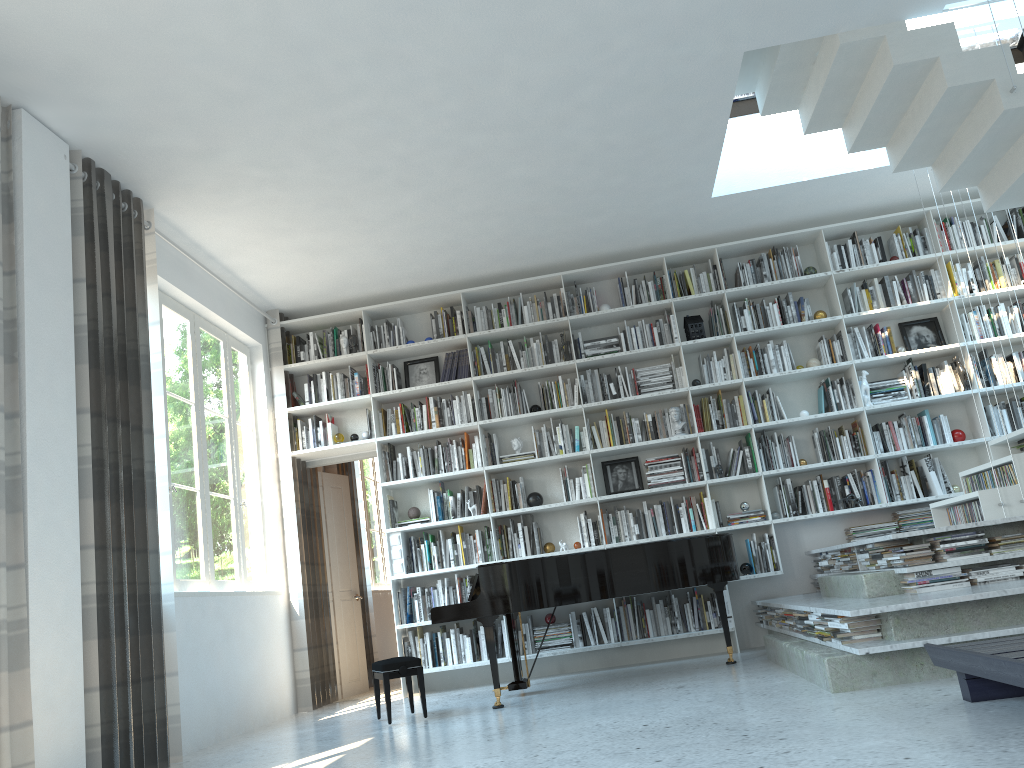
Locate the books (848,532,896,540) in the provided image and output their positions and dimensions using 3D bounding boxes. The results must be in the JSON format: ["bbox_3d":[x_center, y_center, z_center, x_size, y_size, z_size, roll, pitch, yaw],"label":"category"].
[{"bbox_3d":[2.723,1.153,6.708,0.308,0.008,0.195,-10,-14,7],"label":"books"}]

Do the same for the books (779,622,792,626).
[{"bbox_3d":[1.818,1.524,5.671,0.159,0.012,0.293,-9,-14,2],"label":"books"}]

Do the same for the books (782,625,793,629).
[{"bbox_3d":[1.825,1.543,5.666,0.157,0.014,0.181,-9,-14,2],"label":"books"}]

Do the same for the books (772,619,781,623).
[{"bbox_3d":[1.855,1.588,5.974,0.172,0.014,0.221,-10,-14,6],"label":"books"}]

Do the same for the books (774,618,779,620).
[{"bbox_3d":[1.867,1.576,5.976,0.149,0.007,0.301,-9,-14,5],"label":"books"}]

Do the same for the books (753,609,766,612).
[{"bbox_3d":[1.907,1.671,6.571,0.191,0.013,0.244,-8,-14,1],"label":"books"}]

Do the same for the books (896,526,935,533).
[{"bbox_3d":[3.053,1.092,6.672,0.285,0.007,0.160,-11,-14,10],"label":"books"}]

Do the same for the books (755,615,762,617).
[{"bbox_3d":[1.917,1.703,6.563,0.177,0.012,0.279,-8,-14,1],"label":"books"}]

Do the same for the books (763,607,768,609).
[{"bbox_3d":[1.939,1.651,6.572,0.133,0.017,0.231,-10,-14,6],"label":"books"}]

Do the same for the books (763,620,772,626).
[{"bbox_3d":[1.890,1.676,6.269,0.189,0.030,0.238,-9,-14,5],"label":"books"}]

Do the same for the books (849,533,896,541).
[{"bbox_3d":[2.724,1.159,6.702,0.308,0.008,0.195,-10,-14,9],"label":"books"}]

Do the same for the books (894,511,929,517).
[{"bbox_3d":[3.037,0.980,6.699,0.254,0.005,0.161,-8,-14,0],"label":"books"}]

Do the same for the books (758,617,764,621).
[{"bbox_3d":[1.922,1.727,6.557,0.179,0.012,0.262,-10,-14,8],"label":"books"}]

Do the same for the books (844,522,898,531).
[{"bbox_3d":[2.717,1.080,6.725,0.345,0.007,0.194,-9,-14,3],"label":"books"}]

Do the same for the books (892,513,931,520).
[{"bbox_3d":[3.036,0.996,6.697,0.285,0.005,0.160,-8,-14,1],"label":"books"}]

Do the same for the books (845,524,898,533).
[{"bbox_3d":[2.719,1.094,6.722,0.346,0.007,0.194,-10,-14,7],"label":"books"}]

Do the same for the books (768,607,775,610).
[{"bbox_3d":[1.901,1.582,6.288,0.135,0.014,0.298,-10,-14,6],"label":"books"}]

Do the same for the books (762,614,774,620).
[{"bbox_3d":[1.877,1.638,6.279,0.191,0.028,0.213,-10,-14,9],"label":"books"}]

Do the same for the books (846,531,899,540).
[{"bbox_3d":[2.724,1.145,6.710,0.345,0.007,0.194,-9,-14,3],"label":"books"}]

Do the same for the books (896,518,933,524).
[{"bbox_3d":[3.046,1.035,6.698,0.285,0.007,0.160,-9,-14,5],"label":"books"}]

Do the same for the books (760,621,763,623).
[{"bbox_3d":[1.936,1.747,6.551,0.171,0.015,0.242,-9,-14,5],"label":"books"}]

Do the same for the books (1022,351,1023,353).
[{"bbox_3d":[4.002,-0.134,6.823,0.026,0.277,0.170,-9,-13,5],"label":"books"}]

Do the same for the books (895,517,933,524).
[{"bbox_3d":[3.042,1.030,6.699,0.254,0.005,0.161,-9,-14,5],"label":"books"}]

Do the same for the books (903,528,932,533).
[{"bbox_3d":[3.054,1.108,6.678,0.254,0.007,0.161,-10,-14,6],"label":"books"}]

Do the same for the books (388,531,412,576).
[{"bbox_3d":[-0.888,1.360,7.076,0.106,0.339,0.307,-9,-14,5],"label":"books"}]

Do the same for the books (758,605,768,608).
[{"bbox_3d":[1.923,1.638,6.577,0.158,0.014,0.235,-9,-14,3],"label":"books"}]

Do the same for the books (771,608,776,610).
[{"bbox_3d":[1.847,1.508,5.993,0.159,0.006,0.286,-10,-14,7],"label":"books"}]

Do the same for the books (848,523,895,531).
[{"bbox_3d":[2.718,1.087,6.723,0.308,0.008,0.195,-10,-14,7],"label":"books"}]

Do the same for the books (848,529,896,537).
[{"bbox_3d":[2.722,1.132,6.719,0.308,0.008,0.195,-9,-14,5],"label":"books"}]

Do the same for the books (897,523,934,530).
[{"bbox_3d":[3.050,1.073,6.679,0.254,0.007,0.161,-8,-14,1],"label":"books"}]

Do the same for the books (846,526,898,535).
[{"bbox_3d":[2.721,1.109,6.718,0.346,0.007,0.194,-10,-14,7],"label":"books"}]

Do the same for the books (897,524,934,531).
[{"bbox_3d":[3.052,1.080,6.682,0.285,0.007,0.160,-10,-14,7],"label":"books"}]

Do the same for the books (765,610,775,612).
[{"bbox_3d":[1.889,1.600,6.286,0.160,0.009,0.292,-10,-14,7],"label":"books"}]

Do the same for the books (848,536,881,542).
[{"bbox_3d":[2.724,1.165,6.697,0.346,0.007,0.194,-11,-14,10],"label":"books"}]

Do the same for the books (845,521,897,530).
[{"bbox_3d":[2.716,1.073,6.727,0.346,0.007,0.194,-10,-14,7],"label":"books"}]

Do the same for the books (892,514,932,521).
[{"bbox_3d":[3.039,1.008,6.702,0.285,0.005,0.160,-9,-14,4],"label":"books"}]

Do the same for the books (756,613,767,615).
[{"bbox_3d":[1.918,1.693,6.565,0.188,0.009,0.211,-9,-14,4],"label":"books"}]

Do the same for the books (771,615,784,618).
[{"bbox_3d":[1.846,1.554,5.983,0.171,0.020,0.194,-10,-14,9],"label":"books"}]

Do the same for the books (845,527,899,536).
[{"bbox_3d":[2.722,1.115,6.714,0.345,0.007,0.194,-9,-14,2],"label":"books"}]

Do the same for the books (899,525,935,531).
[{"bbox_3d":[3.053,1.086,6.676,0.254,0.007,0.161,-8,-14,1],"label":"books"}]

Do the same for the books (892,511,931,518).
[{"bbox_3d":[3.038,0.986,6.702,0.285,0.005,0.160,-9,-14,2],"label":"books"}]

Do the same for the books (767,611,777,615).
[{"bbox_3d":[1.841,1.538,5.987,0.180,0.015,0.295,-9,-14,3],"label":"books"}]

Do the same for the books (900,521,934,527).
[{"bbox_3d":[3.049,1.061,6.688,0.254,0.007,0.161,-10,-14,6],"label":"books"}]

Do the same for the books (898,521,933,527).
[{"bbox_3d":[3.047,1.052,6.681,0.285,0.007,0.160,-8,-14,0],"label":"books"}]

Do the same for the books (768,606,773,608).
[{"bbox_3d":[1.894,1.567,6.293,0.137,0.018,0.201,-10,-14,9],"label":"books"}]

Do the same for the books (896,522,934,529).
[{"bbox_3d":[3.049,1.066,6.680,0.285,0.007,0.160,-8,-14,1],"label":"books"}]

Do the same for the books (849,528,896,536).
[{"bbox_3d":[2.722,1.121,6.707,0.308,0.008,0.195,-11,-14,10],"label":"books"}]

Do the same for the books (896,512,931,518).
[{"bbox_3d":[3.039,0.991,6.698,0.254,0.005,0.161,-10,-14,9],"label":"books"}]

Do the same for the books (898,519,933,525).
[{"bbox_3d":[3.046,1.041,6.694,0.285,0.007,0.160,-10,-14,6],"label":"books"}]

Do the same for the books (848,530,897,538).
[{"bbox_3d":[2.722,1.136,6.704,0.308,0.008,0.195,-8,-14,0],"label":"books"}]

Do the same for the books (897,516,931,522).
[{"bbox_3d":[3.040,1.019,6.699,0.254,0.005,0.161,-9,-14,4],"label":"books"}]

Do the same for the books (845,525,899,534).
[{"bbox_3d":[2.719,1.099,6.712,0.345,0.007,0.194,-8,-14,0],"label":"books"}]

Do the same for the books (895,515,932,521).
[{"bbox_3d":[3.039,1.013,6.700,0.285,0.005,0.160,-10,-14,6],"label":"books"}]

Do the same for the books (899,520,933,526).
[{"bbox_3d":[3.047,1.048,6.692,0.254,0.007,0.161,-10,-14,6],"label":"books"}]

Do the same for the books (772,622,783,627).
[{"bbox_3d":[1.851,1.609,5.970,0.177,0.026,0.231,-10,-14,8],"label":"books"}]

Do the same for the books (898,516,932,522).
[{"bbox_3d":[3.041,1.023,6.696,0.285,0.005,0.160,-9,-14,3],"label":"books"}]

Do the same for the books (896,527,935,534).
[{"bbox_3d":[3.053,1.099,6.673,0.285,0.007,0.160,-8,-14,1],"label":"books"}]

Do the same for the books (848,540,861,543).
[{"bbox_3d":[2.726,1.173,6.698,0.308,0.008,0.195,-8,-14,1],"label":"books"}]
